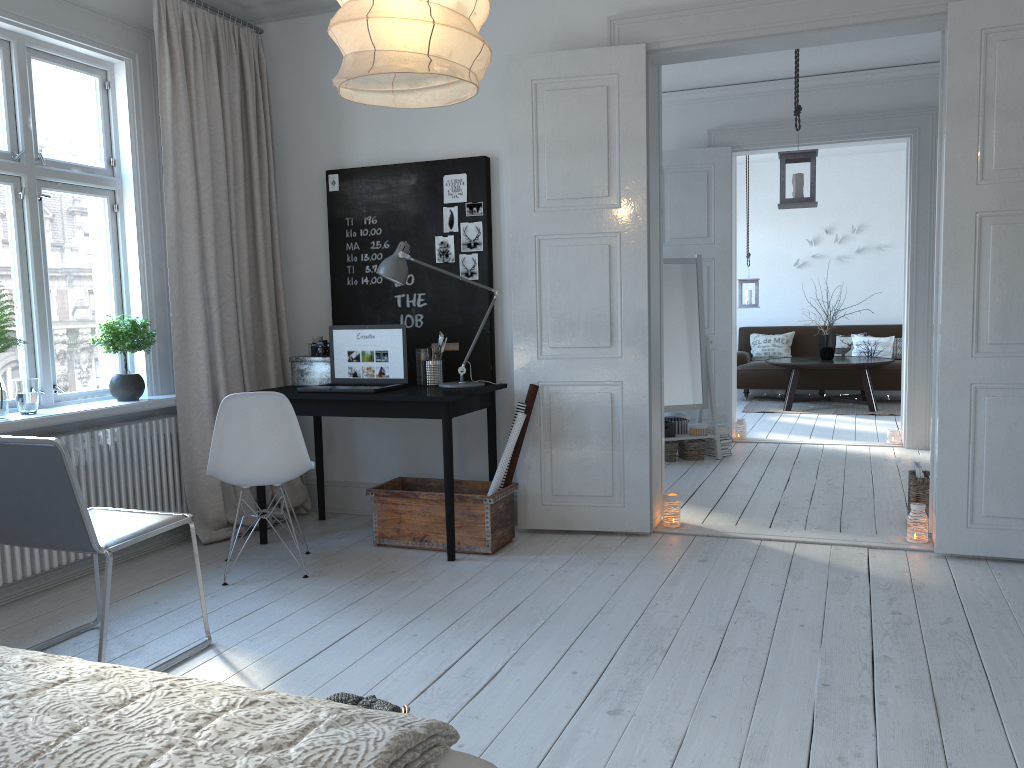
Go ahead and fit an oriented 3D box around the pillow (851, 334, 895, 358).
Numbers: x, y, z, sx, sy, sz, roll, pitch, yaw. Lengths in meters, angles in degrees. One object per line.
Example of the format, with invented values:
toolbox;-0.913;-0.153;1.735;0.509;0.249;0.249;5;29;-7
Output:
pillow;4.060;-0.411;10.000;0.471;0.309;0.188;1;6;22

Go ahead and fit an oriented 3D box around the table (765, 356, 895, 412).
table;3.378;-0.009;9.469;1.300;0.504;1.297;0;5;11

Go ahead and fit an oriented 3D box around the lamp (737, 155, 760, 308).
lamp;2.570;-1.708;9.622;0.228;1.765;0.228;0;6;18

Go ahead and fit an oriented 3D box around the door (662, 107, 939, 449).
door;2.397;-0.773;6.974;2.598;2.510;0.576;1;6;21

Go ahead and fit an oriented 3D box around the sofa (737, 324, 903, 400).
sofa;3.664;-0.251;10.180;2.165;0.826;0.967;1;6;21

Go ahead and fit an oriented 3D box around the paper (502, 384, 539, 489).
paper;0.004;0.377;4.352;0.297;0.748;0.048;-4;6;-23

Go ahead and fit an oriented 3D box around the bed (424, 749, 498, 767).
bed;-1.116;0.599;0.581;1.888;1.048;2.172;1;6;21

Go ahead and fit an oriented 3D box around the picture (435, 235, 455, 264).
picture;-0.350;-0.701;4.619;0.107;0.151;0.001;1;6;21

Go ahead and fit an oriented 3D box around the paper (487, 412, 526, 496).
paper;-0.065;0.448;4.248;0.283;0.628;0.041;-1;6;0

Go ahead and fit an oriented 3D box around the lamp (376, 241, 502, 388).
lamp;-0.350;-0.341;4.367;0.616;0.717;0.229;-2;6;-8

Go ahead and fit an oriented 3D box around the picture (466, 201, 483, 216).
picture;-0.193;-0.897;4.537;0.095;0.072;0.001;1;6;21

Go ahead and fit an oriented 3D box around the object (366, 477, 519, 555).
object;-0.334;0.639;4.342;0.664;0.283;0.339;1;6;21

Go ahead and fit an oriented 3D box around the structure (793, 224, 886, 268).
structure;3.853;-1.629;10.448;1.025;0.479;0.085;1;6;21

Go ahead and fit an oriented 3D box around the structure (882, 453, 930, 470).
structure;3.301;-0.794;6.035;1.247;2.833;0.799;-4;6;-24

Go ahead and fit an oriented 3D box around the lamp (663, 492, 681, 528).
lamp;0.813;0.642;4.517;0.089;0.167;0.089;0;6;14

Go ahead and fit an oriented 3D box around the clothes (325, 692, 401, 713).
clothes;-0.348;0.819;1.848;0.246;0.270;0.297;1;6;22

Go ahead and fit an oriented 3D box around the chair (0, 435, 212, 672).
chair;-1.397;0.530;2.923;0.562;0.799;0.524;1;6;21

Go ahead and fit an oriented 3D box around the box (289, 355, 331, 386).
box;-1.011;-0.073;4.710;0.317;0.153;0.192;1;6;21

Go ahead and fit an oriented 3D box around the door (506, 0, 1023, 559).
door;1.309;-0.504;4.180;2.598;2.510;0.576;1;6;21

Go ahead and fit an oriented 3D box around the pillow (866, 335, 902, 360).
pillow;4.288;-0.407;10.032;0.542;0.288;0.182;1;6;22

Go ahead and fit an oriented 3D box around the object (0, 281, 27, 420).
object;-2.076;-0.139;3.480;0.304;0.565;0.414;-5;7;-34

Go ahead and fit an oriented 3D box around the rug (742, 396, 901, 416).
rug;3.394;0.212;9.516;1.710;0.055;1.453;1;5;22

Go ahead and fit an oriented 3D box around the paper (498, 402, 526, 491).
paper;-0.045;0.426;4.301;0.266;0.670;0.043;-4;6;-23

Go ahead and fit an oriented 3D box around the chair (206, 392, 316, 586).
chair;-1.109;0.422;3.930;0.474;0.825;0.553;-3;6;-14

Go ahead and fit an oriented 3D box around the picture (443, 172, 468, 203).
picture;-0.291;-1.011;4.561;0.147;0.154;0.004;1;6;21

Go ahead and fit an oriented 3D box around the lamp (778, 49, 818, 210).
lamp;1.716;-1.957;5.304;0.228;1.765;0.228;0;6;18

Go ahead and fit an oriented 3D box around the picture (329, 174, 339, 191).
picture;-0.969;-1.094;4.817;0.061;0.088;0.004;0;6;18

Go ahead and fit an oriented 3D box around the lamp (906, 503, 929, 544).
lamp;1.882;0.646;4.114;0.093;0.180;0.092;-1;6;4

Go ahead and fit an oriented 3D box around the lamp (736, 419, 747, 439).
lamp;1.893;0.373;7.326;0.089;0.166;0.089;1;6;20

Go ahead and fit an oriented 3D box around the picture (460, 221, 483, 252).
picture;-0.207;-0.760;4.557;0.121;0.153;0.002;1;6;21

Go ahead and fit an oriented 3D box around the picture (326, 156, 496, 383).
picture;-0.552;-0.580;4.745;0.953;1.174;0.063;1;6;21

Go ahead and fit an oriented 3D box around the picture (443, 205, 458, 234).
picture;-0.318;-0.852;4.591;0.083;0.146;0.002;1;6;21

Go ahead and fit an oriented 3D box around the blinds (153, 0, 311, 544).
blinds;-1.405;-0.543;4.555;0.225;2.652;0.829;1;6;21

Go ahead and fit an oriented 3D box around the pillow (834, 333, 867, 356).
pillow;3.815;-0.411;10.176;0.473;0.348;0.158;0;6;19

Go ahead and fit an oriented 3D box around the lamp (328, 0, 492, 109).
lamp;-0.222;-1.217;1.787;0.340;1.233;0.338;-6;7;-37

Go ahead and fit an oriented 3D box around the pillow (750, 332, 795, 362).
pillow;3.077;-0.433;10.504;0.519;0.368;0.238;1;6;21

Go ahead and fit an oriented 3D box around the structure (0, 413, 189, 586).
structure;-1.922;0.477;3.917;0.195;0.548;1.503;1;6;21

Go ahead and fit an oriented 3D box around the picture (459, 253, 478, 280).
picture;-0.223;-0.607;4.581;0.103;0.136;0.001;1;6;21

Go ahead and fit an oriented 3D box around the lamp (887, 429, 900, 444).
lamp;2.967;0.411;6.901;0.093;0.110;0.093;3;7;38
